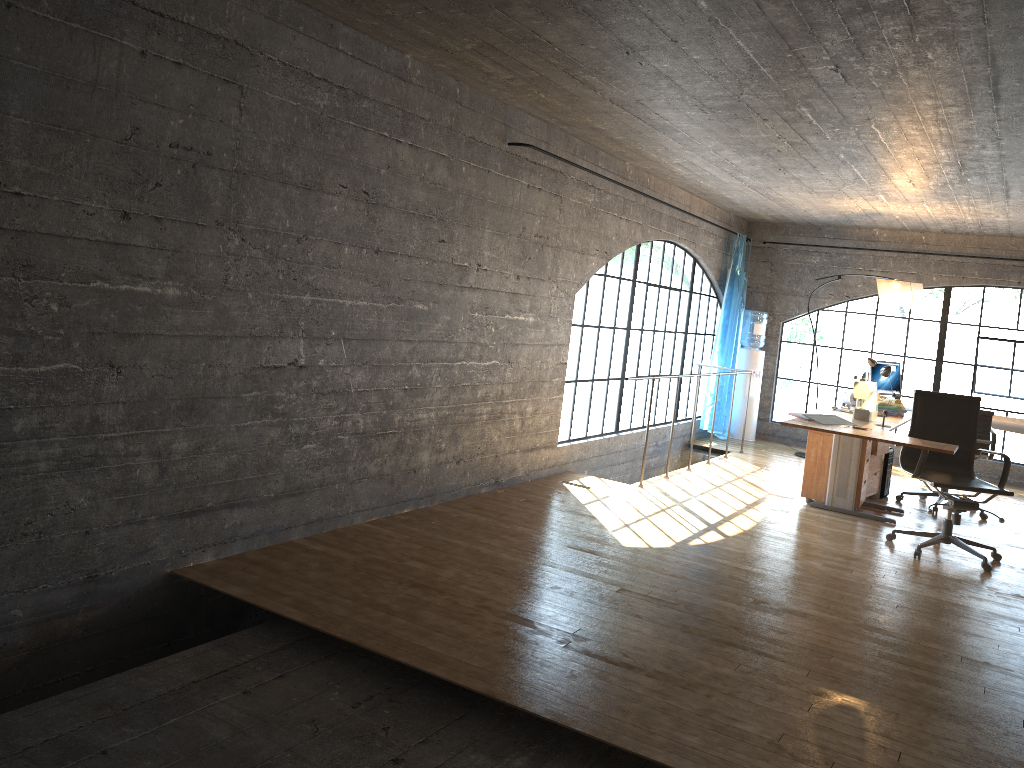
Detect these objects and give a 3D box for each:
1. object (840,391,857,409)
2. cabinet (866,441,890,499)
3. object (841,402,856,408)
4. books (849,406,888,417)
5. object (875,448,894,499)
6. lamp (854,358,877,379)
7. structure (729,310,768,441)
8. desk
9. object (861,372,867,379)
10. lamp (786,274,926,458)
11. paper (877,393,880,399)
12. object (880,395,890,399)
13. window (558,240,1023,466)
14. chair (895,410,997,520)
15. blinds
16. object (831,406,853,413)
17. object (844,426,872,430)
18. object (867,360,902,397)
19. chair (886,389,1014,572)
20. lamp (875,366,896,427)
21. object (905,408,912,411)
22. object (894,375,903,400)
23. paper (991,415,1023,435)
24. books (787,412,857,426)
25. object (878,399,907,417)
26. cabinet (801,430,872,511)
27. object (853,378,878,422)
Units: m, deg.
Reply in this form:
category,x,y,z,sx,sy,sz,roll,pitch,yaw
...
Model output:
category,x,y,z,sx,sy,sz,roll,pitch,yaw
object,2.694,0.128,7.059,0.098,0.135,0.155,6,3,-25
cabinet,2.790,0.643,7.252,0.475,0.571,0.424,9,3,38
object,2.745,0.127,7.155,0.134,0.129,0.039,8,1,26
books,2.700,0.198,6.771,0.259,0.054,0.293,5,6,-19
object,2.964,0.715,7.532,0.483,0.411,0.199,9,2,35
lamp,3.094,-0.034,7.771,0.207,0.409,0.105,7,0,-2
structure,2.718,-0.107,10.154,0.325,1.475,0.329,6,0,-40
desk,3.159,0.674,6.549,1.645,0.737,3.502,10,6,31
object,3.132,0.025,7.893,0.084,0.277,0.085,7,1,-16
lamp,3.154,-0.350,10.757,0.385,1.926,6.272,7,5,-5
paper,3.254,0.117,7.862,0.078,0.074,0.019,5,2,-35
object,3.404,0.118,8.155,0.145,0.032,0.151,10,7,34
window,3.515,-0.260,8.843,6.931,1.868,3.205,6,4,-10
chair,3.544,0.589,7.236,0.655,0.858,0.684,7,2,17
blinds,2.453,-0.532,9.834,0.263,2.282,0.943,7,1,26
object,2.522,0.196,6.714,0.075,0.025,0.182,4,6,-30
object,2.182,0.277,5.562,0.143,0.013,0.127,10,7,33
object,3.370,-0.013,7.991,0.468,0.390,0.288,4,3,-35
chair,2.855,0.588,5.640,0.653,1.014,0.686,7,2,-1
lamp,2.518,0.081,5.929,0.105,0.408,0.207,7,1,16
object,3.474,0.222,7.677,0.488,0.011,0.188,3,7,-35
object,3.570,0.049,8.172,0.085,0.277,0.084,7,1,32
paper,4.236,0.344,7.547,0.856,0.113,0.581,10,6,30
books,2.018,0.222,5.755,0.306,0.044,0.320,4,6,-25
object,2.942,0.176,6.895,0.257,0.130,0.252,10,5,33
cabinet,2.511,0.653,6.815,0.428,0.571,0.424,8,2,28
object,2.533,0.106,6.326,0.137,0.284,0.402,7,4,30
